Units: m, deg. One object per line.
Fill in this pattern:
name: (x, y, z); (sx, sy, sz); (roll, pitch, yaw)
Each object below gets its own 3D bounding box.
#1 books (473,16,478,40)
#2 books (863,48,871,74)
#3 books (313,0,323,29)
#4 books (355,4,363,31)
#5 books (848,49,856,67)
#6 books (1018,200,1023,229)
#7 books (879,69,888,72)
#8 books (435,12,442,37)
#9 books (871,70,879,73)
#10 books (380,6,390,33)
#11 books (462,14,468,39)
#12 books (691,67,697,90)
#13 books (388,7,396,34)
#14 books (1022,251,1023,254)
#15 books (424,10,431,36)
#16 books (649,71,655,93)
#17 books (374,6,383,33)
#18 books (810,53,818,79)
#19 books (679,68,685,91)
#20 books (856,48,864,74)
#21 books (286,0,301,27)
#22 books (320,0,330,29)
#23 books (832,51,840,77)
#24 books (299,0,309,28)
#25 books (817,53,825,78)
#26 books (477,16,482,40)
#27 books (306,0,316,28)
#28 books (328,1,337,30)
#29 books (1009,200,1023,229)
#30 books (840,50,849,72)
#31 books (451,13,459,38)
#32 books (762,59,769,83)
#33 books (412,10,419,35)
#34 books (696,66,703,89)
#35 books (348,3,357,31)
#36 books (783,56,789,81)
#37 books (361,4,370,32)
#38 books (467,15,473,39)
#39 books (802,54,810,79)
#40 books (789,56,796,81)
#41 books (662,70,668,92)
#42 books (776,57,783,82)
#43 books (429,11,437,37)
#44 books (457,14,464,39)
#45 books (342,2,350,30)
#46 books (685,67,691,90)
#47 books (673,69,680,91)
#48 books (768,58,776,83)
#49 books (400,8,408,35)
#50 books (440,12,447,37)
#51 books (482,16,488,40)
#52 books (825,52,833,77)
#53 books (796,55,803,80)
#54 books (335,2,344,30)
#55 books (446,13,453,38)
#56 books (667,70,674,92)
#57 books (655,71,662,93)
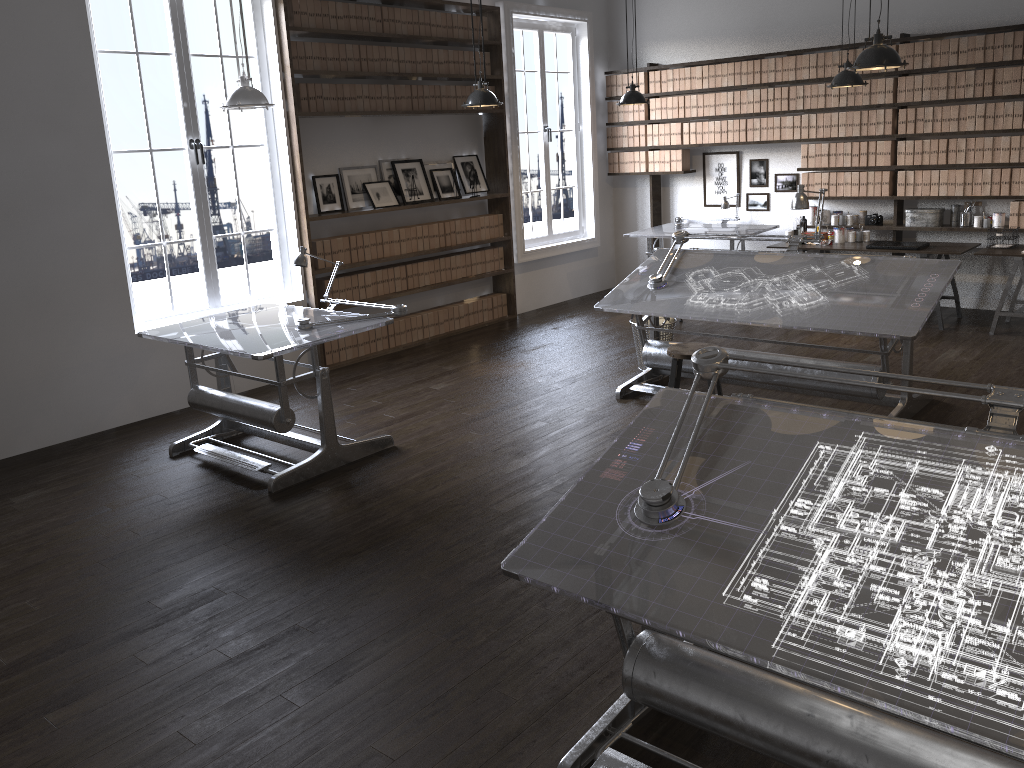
books: (-0.410, -3.332, 8.323); (0.175, 0.223, 0.067); (8, 17, 40)
books: (3.244, -2.919, 8.007); (0.067, 0.223, 0.176); (7, 17, 40)
books: (-1.581, -2.901, 6.989); (0.175, 0.223, 0.067); (8, 17, 40)
books: (-1.316, -2.998, 7.290); (0.175, 0.223, 0.067); (8, 17, 40)
books: (3.135, -2.936, 8.092); (0.067, 0.223, 0.176); (8, 17, 40)
books: (4.325, -1.429, 7.457); (0.067, 0.223, 0.176); (8, 17, 40)
books: (3.348, -2.901, 7.916); (0.067, 0.223, 0.176); (8, 17, 40)
books: (-0.718, -3.217, 7.968); (0.175, 0.223, 0.067); (8, 17, 40)
books: (3.298, -2.911, 7.964); (0.067, 0.223, 0.176); (7, 17, 40)
books: (-1.126, -3.066, 7.499); (0.175, 0.223, 0.067); (8, 17, 40)
books: (-0.496, -3.300, 8.223); (0.175, 0.223, 0.067); (8, 17, 40)
books: (1.916, -3.148, 9.124); (0.067, 0.223, 0.176); (7, 17, 40)
books: (-1.082, -3.084, 7.557); (0.175, 0.223, 0.067); (8, 17, 40)
books: (4.228, -1.048, 6.959); (0.356, 0.029, 0.258); (10, 20, 40)
books: (-0.809, -3.182, 7.859); (0.175, 0.223, 0.067); (8, 17, 40)
books: (1.539, -3.213, 9.443); (0.067, 0.223, 0.176); (8, 17, 40)
books: (-1.179, -3.049, 7.447); (0.175, 0.223, 0.067); (8, 17, 40)
books: (2.866, -2.983, 8.320); (0.067, 0.223, 0.176); (7, 17, 40)
books: (1.815, -3.166, 9.210); (0.067, 0.223, 0.176); (7, 17, 40)
books: (3.186, -2.929, 8.054); (0.067, 0.223, 0.176); (7, 17, 40)
books: (-1.714, -2.849, 6.826); (0.175, 0.223, 0.067); (8, 17, 40)
books: (-1.534, -2.917, 7.039); (0.175, 0.223, 0.067); (8, 17, 40)
books: (3.027, -2.956, 8.187); (0.067, 0.223, 0.176); (7, 17, 40)
books: (-1.667, -2.866, 6.879); (0.175, 0.223, 0.067); (8, 17, 40)
books: (2.922, -2.975, 8.278); (0.067, 0.223, 0.176); (8, 17, 40)
books: (-0.365, -3.349, 8.375); (0.175, 0.223, 0.067); (8, 17, 40)
books: (-1.623, -2.884, 6.935); (0.175, 0.223, 0.067); (8, 17, 40)
books: (-1.486, -2.933, 7.088); (0.175, 0.223, 0.067); (8, 17, 40)
books: (4.270, -1.437, 7.495); (0.067, 0.223, 0.176); (7, 17, 40)
books: (3.080, -2.946, 8.138); (0.067, 0.223, 0.176); (7, 17, 40)
books: (-0.581, -3.267, 8.121); (0.175, 0.223, 0.067); (8, 17, 40)
books: (2.502, -3.047, 8.633); (0.067, 0.223, 0.176); (7, 17, 40)
books: (-0.902, -3.150, 7.761); (0.175, 0.223, 0.067); (8, 17, 40)
books: (1.963, -3.139, 9.082); (0.067, 0.223, 0.176); (7, 17, 40)
books: (-1.355, -2.981, 7.236); (0.175, 0.223, 0.067); (8, 17, 40)
books: (2.664, -3.019, 8.496); (0.067, 0.223, 0.176); (8, 17, 40)
books: (-1.270, -3.015, 7.342); (0.175, 0.223, 0.067); (8, 17, 40)
books: (-0.450, -3.315, 8.270); (0.175, 0.223, 0.067); (8, 17, 40)
books: (2.812, -2.993, 8.368); (0.067, 0.223, 0.176); (8, 17, 40)
books: (2.711, -3.009, 8.449); (0.067, 0.223, 0.176); (7, 17, 40)
books: (1.653, -3.194, 9.347); (0.067, 0.223, 0.176); (8, 17, 40)
books: (2.610, -3.029, 8.542); (0.067, 0.223, 0.176); (8, 17, 40)
books: (-0.762, -3.200, 7.912); (0.175, 0.223, 0.067); (8, 17, 40)
books: (-0.536, -3.285, 8.176); (0.175, 0.223, 0.067); (8, 17, 40)
books: (-1.401, -2.966, 7.190); (0.175, 0.223, 0.067); (8, 17, 40)
books: (1.862, -3.155, 9.163); (0.067, 0.223, 0.176); (8, 17, 40)
books: (1.761, -3.175, 9.256); (0.067, 0.223, 0.176); (7, 17, 40)
books: (2.553, -3.037, 8.584); (0.067, 0.223, 0.176); (7, 17, 40)
books: (-0.990, -3.117, 7.657); (0.175, 0.223, 0.067); (8, 17, 40)
books: (-0.676, -3.235, 8.022); (0.175, 0.223, 0.067); (8, 17, 40)
books: (-0.316, -3.365, 8.425); (0.175, 0.223, 0.067); (8, 17, 40)
books: (2.976, -2.966, 8.235); (0.067, 0.223, 0.176); (8, 17, 40)
books: (2.765, -3.002, 8.409); (0.067, 0.223, 0.176); (8, 17, 40)
books: (-1.441, -2.951, 7.143); (0.175, 0.223, 0.067); (8, 17, 40)
books: (-0.629, -3.251, 8.072); (0.175, 0.223, 0.067); (8, 17, 40)
books: (1.704, -3.183, 9.298); (0.067, 0.223, 0.176); (8, 17, 40)
books: (1.592, -3.202, 9.391); (0.067, 0.223, 0.176); (7, 17, 40)
